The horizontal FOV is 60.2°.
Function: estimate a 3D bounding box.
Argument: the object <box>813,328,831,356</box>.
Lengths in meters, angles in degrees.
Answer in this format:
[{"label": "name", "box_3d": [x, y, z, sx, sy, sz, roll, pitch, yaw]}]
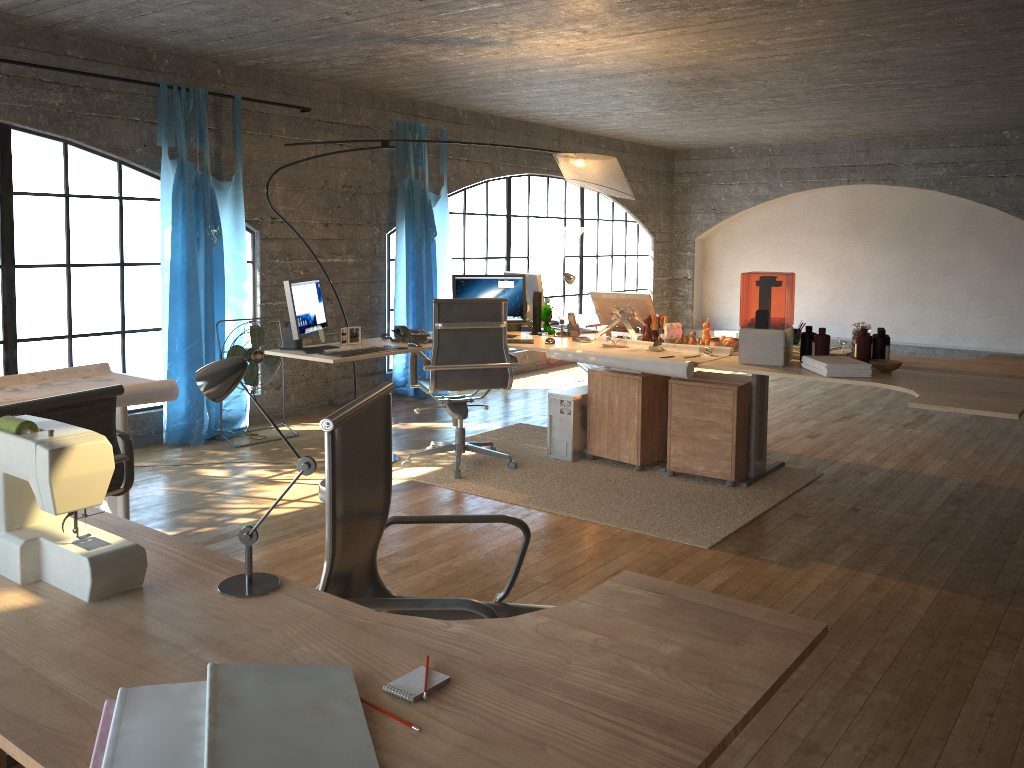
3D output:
[{"label": "object", "box_3d": [1.558, -0.189, 4.439, 0.079, 0.185, 0.080, -3, 6, -36]}]

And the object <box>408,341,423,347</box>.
[{"label": "object", "box_3d": [-0.547, -0.227, 5.002, 0.059, 0.034, 0.101, -7, 12, -42]}]

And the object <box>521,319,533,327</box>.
[{"label": "object", "box_3d": [0.124, -0.436, 6.240, 0.135, 0.056, 0.156, -6, 11, -37]}]

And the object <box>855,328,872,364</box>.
[{"label": "object", "box_3d": [1.765, -0.186, 4.432, 0.079, 0.185, 0.080, -3, 6, -36]}]

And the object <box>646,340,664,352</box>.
[{"label": "object", "box_3d": [0.803, -0.217, 4.960, 0.049, 0.055, 0.131, 5, 10, 37]}]

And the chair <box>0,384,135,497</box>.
[{"label": "chair", "box_3d": [-1.629, 0.448, 2.804, 0.686, 0.852, 0.658, 3, 7, 23]}]

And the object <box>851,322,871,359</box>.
[{"label": "object", "box_3d": [1.786, -0.210, 4.519, 0.095, 0.212, 0.099, 4, 6, 34]}]

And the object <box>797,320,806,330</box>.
[{"label": "object", "box_3d": [1.532, -0.301, 4.742, 0.076, 0.101, 0.153, -2, 8, -23]}]

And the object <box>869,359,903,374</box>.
[{"label": "object", "box_3d": [1.781, -0.081, 4.207, 0.147, 0.054, 0.148, 3, 9, 13]}]

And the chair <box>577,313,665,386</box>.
[{"label": "chair", "box_3d": [0.747, -0.060, 6.048, 0.684, 0.852, 0.659, 0, 6, -7]}]

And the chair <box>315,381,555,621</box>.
[{"label": "chair", "box_3d": [-0.121, 0.533, 1.925, 0.685, 1.008, 0.658, 1, 6, 6]}]

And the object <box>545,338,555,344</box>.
[{"label": "object", "box_3d": [0.225, -0.256, 5.229, 0.059, 0.034, 0.102, 2, 9, 11]}]

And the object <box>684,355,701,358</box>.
[{"label": "object", "box_3d": [0.957, -0.145, 4.682, 0.147, 0.007, 0.008, -8, 11, -44]}]

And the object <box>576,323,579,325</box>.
[{"label": "object", "box_3d": [0.415, -0.352, 5.687, 0.035, 0.078, 0.099, 0, 7, -6]}]

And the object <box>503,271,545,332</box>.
[{"label": "object", "box_3d": [0.085, -0.554, 5.942, 0.286, 0.387, 0.474, -2, 8, -28]}]

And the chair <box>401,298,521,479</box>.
[{"label": "chair", "box_3d": [-0.336, -0.018, 5.246, 0.653, 1.007, 0.690, -1, 6, -19]}]

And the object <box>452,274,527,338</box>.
[{"label": "object", "box_3d": [-0.143, -0.496, 5.571, 0.470, 0.388, 0.288, -1, 6, -13]}]

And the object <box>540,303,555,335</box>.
[{"label": "object", "box_3d": [0.223, -0.429, 5.701, 0.115, 0.218, 0.249, 0, 7, -4]}]

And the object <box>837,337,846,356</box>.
[{"label": "object", "box_3d": [1.730, -0.185, 4.636, 0.037, 0.120, 0.075, 2, 6, 11]}]

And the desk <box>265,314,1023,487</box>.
[{"label": "desk", "box_3d": [1.028, 0.171, 5.044, 3.484, 0.732, 3.280, 7, 11, 36]}]

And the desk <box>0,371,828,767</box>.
[{"label": "desk", "box_3d": [-0.989, 0.591, 2.355, 3.524, 0.733, 1.645, 8, 11, 37]}]

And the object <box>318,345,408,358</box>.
[{"label": "object", "box_3d": [-0.796, -0.180, 4.762, 0.188, 0.011, 0.493, 8, 12, 36]}]

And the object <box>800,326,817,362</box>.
[{"label": "object", "box_3d": [1.522, -0.205, 4.532, 0.080, 0.185, 0.080, 5, 7, 44]}]

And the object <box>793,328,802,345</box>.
[{"label": "object", "box_3d": [1.512, -0.254, 4.735, 0.077, 0.081, 0.077, 3, 7, 16]}]

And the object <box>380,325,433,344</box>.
[{"label": "object", "box_3d": [-0.618, -0.297, 5.273, 0.279, 0.080, 0.415, -3, 10, -21]}]

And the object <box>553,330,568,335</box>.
[{"label": "object", "box_3d": [0.322, -0.335, 5.728, 0.132, 0.026, 0.133, 7, 11, 36]}]

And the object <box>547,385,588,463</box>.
[{"label": "object", "box_3d": [0.451, 0.240, 5.557, 0.201, 0.408, 0.483, 5, 8, 41]}]

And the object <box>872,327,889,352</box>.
[{"label": "object", "box_3d": [1.872, -0.193, 4.485, 0.080, 0.185, 0.080, 5, 7, 44]}]

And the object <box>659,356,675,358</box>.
[{"label": "object", "box_3d": [0.817, -0.141, 4.644, 0.126, 0.009, 0.012, -7, 11, -40]}]

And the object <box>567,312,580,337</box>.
[{"label": "object", "box_3d": [0.385, -0.380, 5.604, 0.083, 0.158, 0.085, 3, 6, 26]}]

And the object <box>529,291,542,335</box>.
[{"label": "object", "box_3d": [0.156, -0.458, 5.704, 0.085, 0.275, 0.085, 0, 4, -7]}]

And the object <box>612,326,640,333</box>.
[{"label": "object", "box_3d": [0.791, -0.284, 6.260, 0.299, 0.240, 0.371, -1, 8, -12]}]

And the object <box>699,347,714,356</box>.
[{"label": "object", "box_3d": [1.056, -0.179, 4.793, 0.022, 0.042, 0.136, -1, 9, -16]}]

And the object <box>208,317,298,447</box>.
[{"label": "object", "box_3d": [-1.813, -0.049, 5.973, 0.583, 0.796, 0.492, 6, 7, 41]}]

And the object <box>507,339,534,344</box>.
[{"label": "object", "box_3d": [-0.115, -0.260, 5.294, 0.490, 0.011, 0.189, 1, 9, 2]}]

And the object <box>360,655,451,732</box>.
[{"label": "object", "box_3d": [-0.120, 0.415, 1.201, 0.128, 0.013, 0.143, 8, 12, 39]}]

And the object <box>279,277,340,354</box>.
[{"label": "object", "box_3d": [-1.111, -0.379, 4.796, 0.286, 0.387, 0.474, 1, 7, 7]}]

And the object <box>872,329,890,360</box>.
[{"label": "object", "box_3d": [1.838, -0.178, 4.392, 0.080, 0.185, 0.080, 5, 7, 44]}]

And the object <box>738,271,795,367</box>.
[{"label": "object", "box_3d": [1.303, -0.340, 4.507, 0.223, 0.455, 0.271, 3, 6, 27]}]
